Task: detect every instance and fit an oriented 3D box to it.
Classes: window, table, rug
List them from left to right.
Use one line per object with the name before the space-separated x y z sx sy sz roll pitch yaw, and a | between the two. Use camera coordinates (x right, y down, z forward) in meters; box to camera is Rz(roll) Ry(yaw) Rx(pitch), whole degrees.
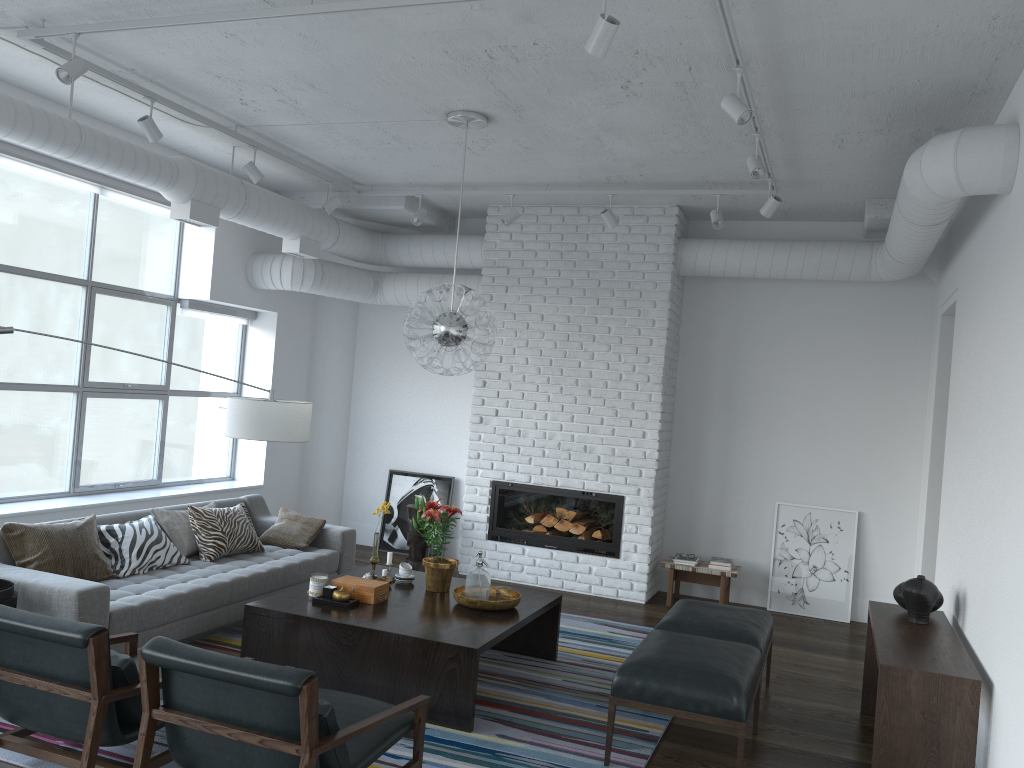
table | -2.471 1.181 4.010 0.379 0.536 0.379 4 -1 37
window | -3.264 -0.363 6.050 0.107 2.340 4.566 4 -1 20
table | -0.554 1.408 4.995 1.306 0.394 1.362 4 -1 20
table | -0.788 1.332 7.615 0.282 0.558 0.281 5 -1 -1
rug | -0.497 1.615 4.927 2.735 0.012 3.760 4 -1 20
table | 1.528 1.640 7.212 0.605 0.345 0.405 4 -1 20
table | 1.898 1.497 4.219 0.375 0.617 1.362 4 -1 20

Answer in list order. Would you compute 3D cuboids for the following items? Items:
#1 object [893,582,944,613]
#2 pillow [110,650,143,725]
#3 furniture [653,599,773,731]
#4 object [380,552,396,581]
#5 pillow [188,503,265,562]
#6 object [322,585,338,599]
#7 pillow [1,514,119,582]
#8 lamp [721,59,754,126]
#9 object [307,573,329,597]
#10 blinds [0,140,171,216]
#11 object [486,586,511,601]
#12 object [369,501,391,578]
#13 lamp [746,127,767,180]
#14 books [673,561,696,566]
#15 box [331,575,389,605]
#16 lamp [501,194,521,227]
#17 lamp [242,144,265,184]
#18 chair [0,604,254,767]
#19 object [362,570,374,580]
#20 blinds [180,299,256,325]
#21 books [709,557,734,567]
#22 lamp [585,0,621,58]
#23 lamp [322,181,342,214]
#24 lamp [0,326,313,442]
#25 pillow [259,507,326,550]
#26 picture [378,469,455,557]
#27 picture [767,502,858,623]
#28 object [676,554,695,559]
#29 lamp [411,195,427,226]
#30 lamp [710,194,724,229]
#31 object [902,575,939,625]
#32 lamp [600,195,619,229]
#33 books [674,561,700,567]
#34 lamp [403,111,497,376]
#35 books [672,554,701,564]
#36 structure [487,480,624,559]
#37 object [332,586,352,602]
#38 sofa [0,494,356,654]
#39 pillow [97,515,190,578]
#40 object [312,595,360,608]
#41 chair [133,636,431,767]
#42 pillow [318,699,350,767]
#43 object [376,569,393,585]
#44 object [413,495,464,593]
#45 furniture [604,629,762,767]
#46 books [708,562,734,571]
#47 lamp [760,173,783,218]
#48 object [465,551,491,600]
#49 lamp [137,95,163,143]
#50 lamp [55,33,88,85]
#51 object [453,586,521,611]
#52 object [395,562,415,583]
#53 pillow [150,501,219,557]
object | 2.148 1.128 4.690 0.245 0.168 0.245 5 -1 12
pillow | -1.648 1.114 3.363 0.612 0.293 0.246 4 -1 20
furniture | 1.130 1.512 4.973 0.584 0.478 0.828 4 -1 20
object | -0.755 1.111 5.444 0.098 0.174 0.098 5 -1 15
pillow | -1.874 0.949 5.805 0.271 0.340 0.576 4 -1 24
object | -0.986 1.127 4.802 0.058 0.055 0.058 4 -1 20
pillow | -2.435 0.910 4.768 0.298 0.338 0.597 4 -1 30
lamp | 1.018 -1.308 4.006 0.154 0.285 0.100 4 -1 43
object | -1.065 1.109 4.889 0.106 0.116 0.117 5 -1 0
blinds | -3.274 -1.475 5.599 0.086 0.130 3.613 4 -1 20
object | -0.077 1.199 4.988 0.085 0.089 0.195 4 -1 30
object | -0.813 0.957 5.451 0.121 0.470 0.120 4 -1 36
lamp | 1.360 -1.271 4.929 0.094 0.285 0.154 5 -1 -7
books | 1.428 1.445 7.245 0.171 0.011 0.306 4 -1 19
box | -0.843 1.139 4.909 0.294 0.093 0.169 4 -1 20
lamp | -0.004 -1.363 6.908 0.154 0.285 0.090 5 -1 -12
lamp | -1.766 -1.515 6.074 0.154 0.285 0.087 5 -1 -26
chair | -1.579 1.168 3.544 0.678 0.698 0.983 4 -1 20
object | -0.860 1.155 5.330 0.069 0.078 0.124 5 -1 3
blinds | -2.549 -0.621 7.738 0.086 0.130 0.903 4 -1 20
books | 1.696 1.438 7.181 0.173 0.025 0.238 4 -1 18
lamp | 0.344 -1.369 3.321 0.088 0.285 0.154 5 -1 -24
lamp | -1.416 -1.477 6.998 0.154 0.285 0.087 5 -1 -21
lamp | -2.010 0.613 4.128 2.162 1.738 0.432 5 -1 -36
pillow | -1.565 1.037 6.301 0.427 0.261 0.236 4 -1 22
picture | -0.911 1.231 8.386 0.686 0.775 0.130 4 -1 20
picture | 2.435 1.436 7.196 0.637 0.884 0.093 4 -1 20
object | 1.421 1.403 7.270 0.134 0.038 0.093 5 -1 -13
lamp | -0.750 -1.421 7.182 0.095 0.285 0.154 4 -1 18
lamp | 1.472 -1.248 6.357 0.093 0.285 0.154 5 -1 -2
object | 2.059 1.085 4.478 0.171 0.236 0.171 4 -1 25
lamp | 0.733 -1.306 6.635 0.154 0.285 0.097 5 -1 -29
books | 1.434 1.456 7.254 0.172 0.011 0.273 4 -1 19
lamp | -0.328 -0.821 5.289 0.552 1.546 0.552 5 -1 8
books | 1.431 1.431 7.256 0.202 0.019 0.280 4 -1 18
structure | 0.457 1.166 7.692 1.168 0.578 0.675 4 -1 20
object | -0.911 1.122 4.754 0.103 0.077 0.103 5 -1 -8
sofa | -2.026 1.156 5.428 0.991 0.684 2.541 4 -1 20
pillow | -2.214 0.965 5.250 0.346 0.283 0.578 4 -1 21
object | -0.945 1.164 4.763 0.214 0.023 0.130 4 -1 20
chair | -0.791 1.230 3.252 0.678 0.698 0.983 4 -1 20
pillow | -0.861 1.175 3.071 0.612 0.293 0.246 4 -1 20
object | -0.759 1.148 5.279 0.102 0.098 0.102 5 -1 -30
object | -0.451 0.942 5.237 0.284 0.558 0.275 5 -1 -18
furniture | 0.836 1.481 4.173 0.583 0.476 0.827 4 -1 20
books | 1.692 1.465 7.173 0.185 0.032 0.267 4 -1 18
lamp | 1.700 -1.235 5.825 0.104 0.285 0.154 5 -1 -29
object | -0.190 1.093 5.052 0.143 0.288 0.143 5 -1 -8
lamp | -2.098 -1.551 5.157 0.087 0.285 0.154 4 -1 29
lamp | -2.095 -1.559 4.226 0.095 0.285 0.154 5 -1 13
object | -0.142 1.209 4.993 0.383 0.068 0.383 5 -1 -27
object | -0.649 1.149 5.399 0.121 0.113 0.124 4 -1 40
pillow | -2.058 0.959 5.798 0.254 0.318 0.663 4 -1 21
